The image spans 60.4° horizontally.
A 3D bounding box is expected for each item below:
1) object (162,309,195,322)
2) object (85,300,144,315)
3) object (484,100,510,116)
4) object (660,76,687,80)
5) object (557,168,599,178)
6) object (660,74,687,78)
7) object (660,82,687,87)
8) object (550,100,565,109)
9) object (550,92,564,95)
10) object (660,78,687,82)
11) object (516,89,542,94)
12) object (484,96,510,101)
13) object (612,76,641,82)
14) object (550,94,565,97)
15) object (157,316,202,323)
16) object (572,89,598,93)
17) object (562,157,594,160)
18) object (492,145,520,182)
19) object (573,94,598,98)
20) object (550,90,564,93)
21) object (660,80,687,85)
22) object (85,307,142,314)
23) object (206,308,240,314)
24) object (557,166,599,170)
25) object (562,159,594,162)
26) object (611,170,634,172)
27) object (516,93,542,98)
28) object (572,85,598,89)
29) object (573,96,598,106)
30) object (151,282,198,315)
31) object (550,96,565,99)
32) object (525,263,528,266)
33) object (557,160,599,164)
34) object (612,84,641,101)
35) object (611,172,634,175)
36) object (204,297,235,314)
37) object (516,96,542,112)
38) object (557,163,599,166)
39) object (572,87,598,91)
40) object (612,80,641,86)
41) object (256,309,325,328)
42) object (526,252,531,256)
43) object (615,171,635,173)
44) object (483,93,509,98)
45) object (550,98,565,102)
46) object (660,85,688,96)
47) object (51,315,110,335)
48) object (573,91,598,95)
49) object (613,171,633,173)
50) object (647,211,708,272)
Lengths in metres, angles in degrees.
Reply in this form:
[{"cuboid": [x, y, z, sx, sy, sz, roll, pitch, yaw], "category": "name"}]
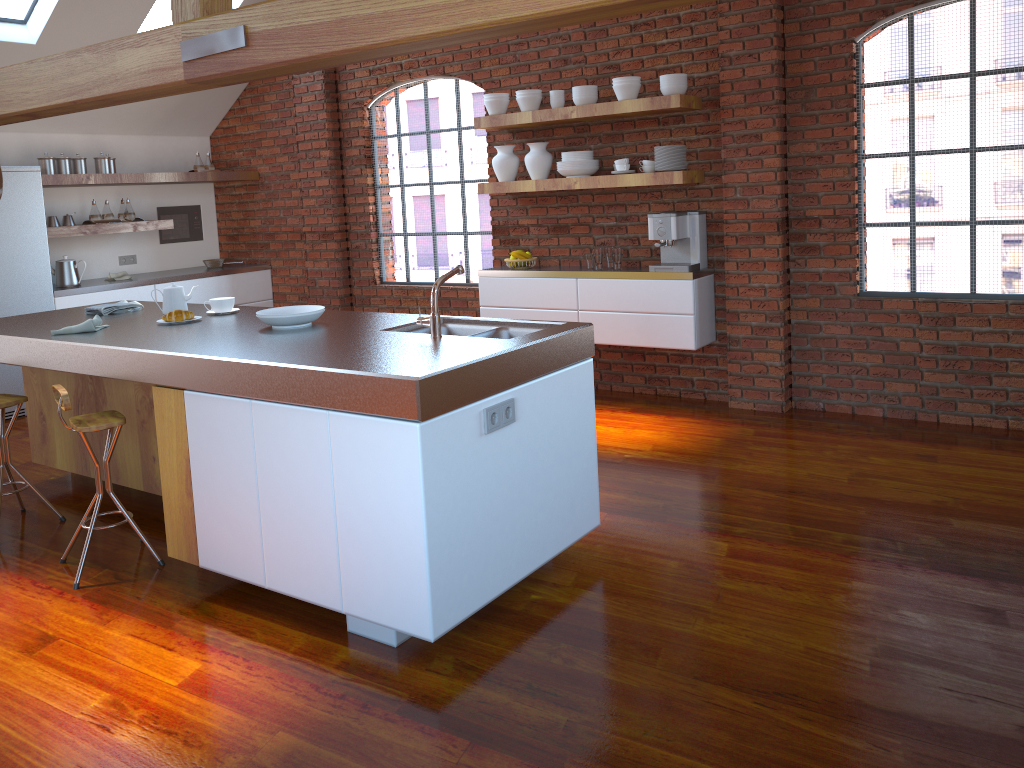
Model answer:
[{"cuboid": [-1.518, -0.313, 4.006, 0.139, 0.050, 0.062, -11, 13, -35], "category": "object"}, {"cuboid": [-2.054, -0.395, 4.548, 0.165, 0.049, 0.236, 5, 15, 34], "category": "object"}, {"cuboid": [-0.103, -1.900, 6.071, 0.180, 0.102, 0.183, -7, 11, -18], "category": "object"}, {"cuboid": [0.987, -1.840, 5.374, 0.166, 0.060, 0.168, -6, 12, -15], "category": "object"}, {"cuboid": [0.440, -1.398, 5.834, 0.281, 0.054, 0.287, 1, 13, 18], "category": "object"}, {"cuboid": [0.987, -1.853, 5.373, 0.166, 0.060, 0.168, -6, 12, -15], "category": "object"}, {"cuboid": [0.989, -1.802, 5.378, 0.166, 0.060, 0.168, -6, 12, -15], "category": "object"}, {"cuboid": [0.306, -1.862, 5.891, 0.099, 0.060, 0.100, -6, 11, -15], "category": "object"}, {"cuboid": [0.303, -1.916, 5.886, 0.099, 0.060, 0.100, -6, 11, -15], "category": "object"}, {"cuboid": [0.988, -1.828, 5.376, 0.166, 0.060, 0.168, -6, 12, -15], "category": "object"}, {"cuboid": [0.116, -1.931, 5.957, 0.180, 0.102, 0.183, -7, 11, -18], "category": "object"}, {"cuboid": [-0.104, -1.921, 6.069, 0.180, 0.102, 0.183, -7, 11, -18], "category": "object"}, {"cuboid": [0.723, -1.871, 5.535, 0.180, 0.102, 0.184, -2, 11, 5], "category": "object"}, {"cuboid": [0.304, -1.904, 5.887, 0.099, 0.060, 0.100, -6, 11, -15], "category": "object"}, {"cuboid": [-1.511, -0.288, 3.999, 0.196, 0.013, 0.196, -11, 15, -33], "category": "object"}, {"cuboid": [0.478, -1.883, 5.746, 0.166, 0.060, 0.168, 3, 13, 29], "category": "object"}, {"cuboid": [0.436, -1.468, 5.827, 0.214, 0.054, 0.217, 3, 13, 26], "category": "object"}, {"cuboid": [-0.042, -1.542, 6.171, 0.193, 0.246, 0.195, -5, 8, -15], "category": "object"}, {"cuboid": [0.479, -1.857, 5.748, 0.166, 0.060, 0.168, 3, 13, 29], "category": "object"}, {"cuboid": [0.302, -1.929, 5.885, 0.099, 0.060, 0.100, -6, 11, -15], "category": "object"}, {"cuboid": [0.989, -1.815, 5.377, 0.166, 0.060, 0.168, -6, 12, -15], "category": "object"}, {"cuboid": [-2.074, -0.386, 4.579, 0.231, 0.026, 0.168, -3, 12, 0], "category": "object"}, {"cuboid": [-1.394, -0.348, 4.245, 0.155, 0.012, 0.156, -9, 14, -26], "category": "object"}, {"cuboid": [0.439, -1.408, 5.833, 0.281, 0.054, 0.287, 1, 13, 18], "category": "object"}, {"cuboid": [0.436, -1.457, 5.828, 0.214, 0.054, 0.217, 3, 13, 26], "category": "object"}, {"cuboid": [0.709, -1.353, 5.607, 0.154, 0.012, 0.156, -4, 12, -4], "category": "object"}, {"cuboid": [0.118, -1.909, 5.959, 0.180, 0.102, 0.183, -7, 11, -18], "category": "object"}, {"cuboid": [0.477, -1.908, 5.743, 0.166, 0.060, 0.168, 3, 13, 29], "category": "object"}, {"cuboid": [0.480, -1.841, 5.750, 0.166, 0.060, 0.168, 3, 13, 29], "category": "object"}, {"cuboid": [-1.659, -0.425, 4.335, 0.118, 0.153, 0.200, 4, 12, 41], "category": "object"}, {"cuboid": [0.304, -1.891, 5.889, 0.099, 0.060, 0.100, -6, 11, -15], "category": "object"}, {"cuboid": [0.088, -0.869, 6.244, 0.068, 0.068, 0.071, 5, 12, 43], "category": "object"}, {"cuboid": [0.437, -1.449, 5.829, 0.281, 0.054, 0.287, 1, 13, 18], "category": "object"}, {"cuboid": [0.725, -1.827, 5.539, 0.180, 0.102, 0.184, -2, 11, 5], "category": "object"}, {"cuboid": [0.710, -1.340, 5.608, 0.154, 0.012, 0.156, -4, 12, -4], "category": "object"}, {"cuboid": [-1.399, -0.378, 4.243, 0.124, 0.068, 0.118, 1, 11, 19], "category": "object"}, {"cuboid": [0.119, -1.888, 5.961, 0.180, 0.102, 0.183, -7, 11, -18], "category": "object"}, {"cuboid": [0.438, -1.430, 5.831, 0.281, 0.054, 0.287, 1, 13, 18], "category": "object"}, {"cuboid": [0.477, -1.895, 5.745, 0.166, 0.060, 0.168, 3, 13, 29], "category": "object"}, {"cuboid": [0.724, -1.848, 5.537, 0.180, 0.102, 0.184, -2, 11, 5], "category": "object"}, {"cuboid": [-0.927, -0.274, 3.698, 0.281, 0.054, 0.287, -2, 12, 7], "category": "object"}, {"cuboid": [0.112, -0.912, 6.218, 0.047, 0.045, 0.055, -5, 10, -13], "category": "object"}, {"cuboid": [0.709, -1.344, 5.608, 0.154, 0.012, 0.156, -4, 12, -4], "category": "object"}, {"cuboid": [-0.105, -1.944, 6.067, 0.180, 0.102, 0.183, -7, 11, -18], "category": "object"}, {"cuboid": [0.305, -1.878, 5.890, 0.099, 0.060, 0.100, -6, 11, -15], "category": "object"}, {"cuboid": [0.990, -1.786, 5.380, 0.166, 0.060, 0.168, -6, 12, -15], "category": "object"}, {"cuboid": [-1.911, -0.265, 3.880, 0.196, 0.061, 0.208, -4, 12, -3], "category": "object"}, {"cuboid": [0.479, -1.870, 5.747, 0.166, 0.060, 0.168, 3, 13, 29], "category": "object"}, {"cuboid": [0.709, -1.349, 5.607, 0.154, 0.012, 0.156, -4, 12, -4], "category": "object"}, {"cuboid": [1.024, -0.897, 5.496, 0.271, 0.365, 0.384, 2, 11, 35], "category": "object"}]
